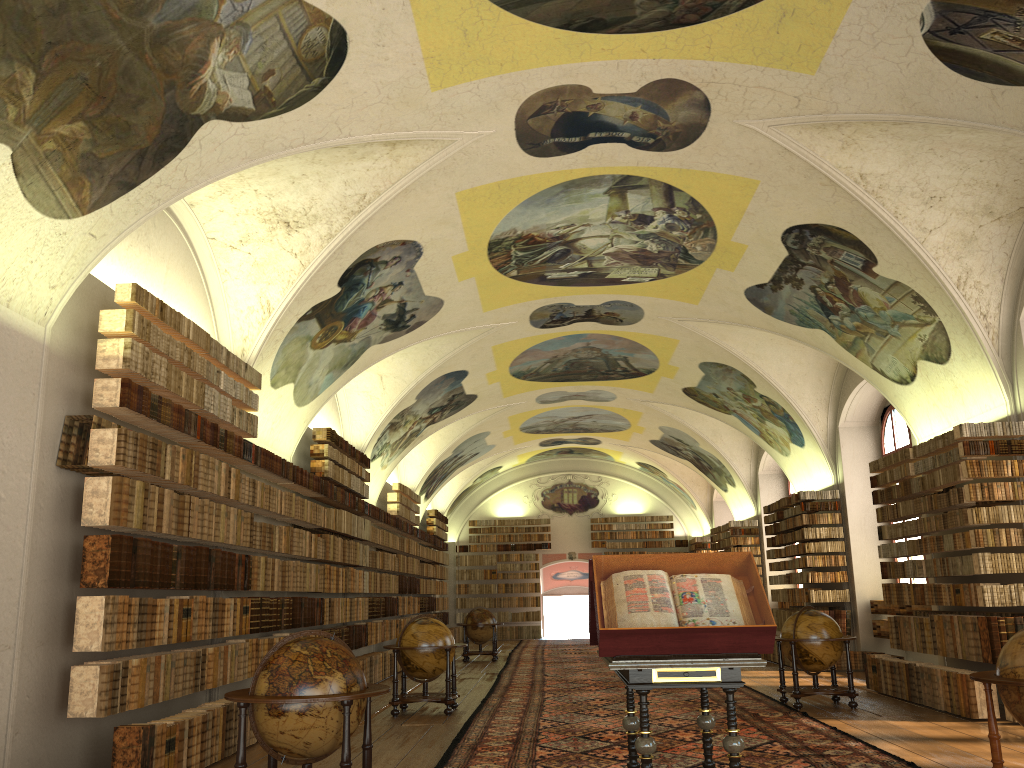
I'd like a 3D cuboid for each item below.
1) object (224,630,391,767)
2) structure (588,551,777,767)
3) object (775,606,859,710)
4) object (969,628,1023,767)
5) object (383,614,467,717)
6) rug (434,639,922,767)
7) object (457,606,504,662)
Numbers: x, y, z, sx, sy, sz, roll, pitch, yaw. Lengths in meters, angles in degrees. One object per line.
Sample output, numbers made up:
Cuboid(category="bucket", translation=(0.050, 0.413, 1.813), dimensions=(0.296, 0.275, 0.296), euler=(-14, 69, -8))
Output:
Cuboid(category="object", translation=(-1.602, 2.680, 6.969), dimensions=(1.281, 1.442, 1.283), euler=(8, -16, -34))
Cuboid(category="structure", translation=(1.290, 2.373, 7.081), dimensions=(1.245, 1.973, 1.899), euler=(-2, -13, 2))
Cuboid(category="object", translation=(4.517, 4.068, 13.298), dimensions=(1.281, 1.442, 1.283), euler=(8, -16, -34))
Cuboid(category="object", translation=(4.233, 2.499, 6.756), dimensions=(1.281, 1.442, 1.282), euler=(-12, -17, 38))
Cuboid(category="object", translation=(-1.320, 4.249, 13.510), dimensions=(1.281, 1.442, 1.282), euler=(-12, -17, 38))
Cuboid(category="rug", translation=(1.881, 5.618, 16.615), dimensions=(4.704, 0.064, 37.064), euler=(-2, -14, 2))
Cuboid(category="object", translation=(-0.865, 6.810, 24.190), dimensions=(1.282, 1.442, 1.281), euler=(-14, -18, 43))
